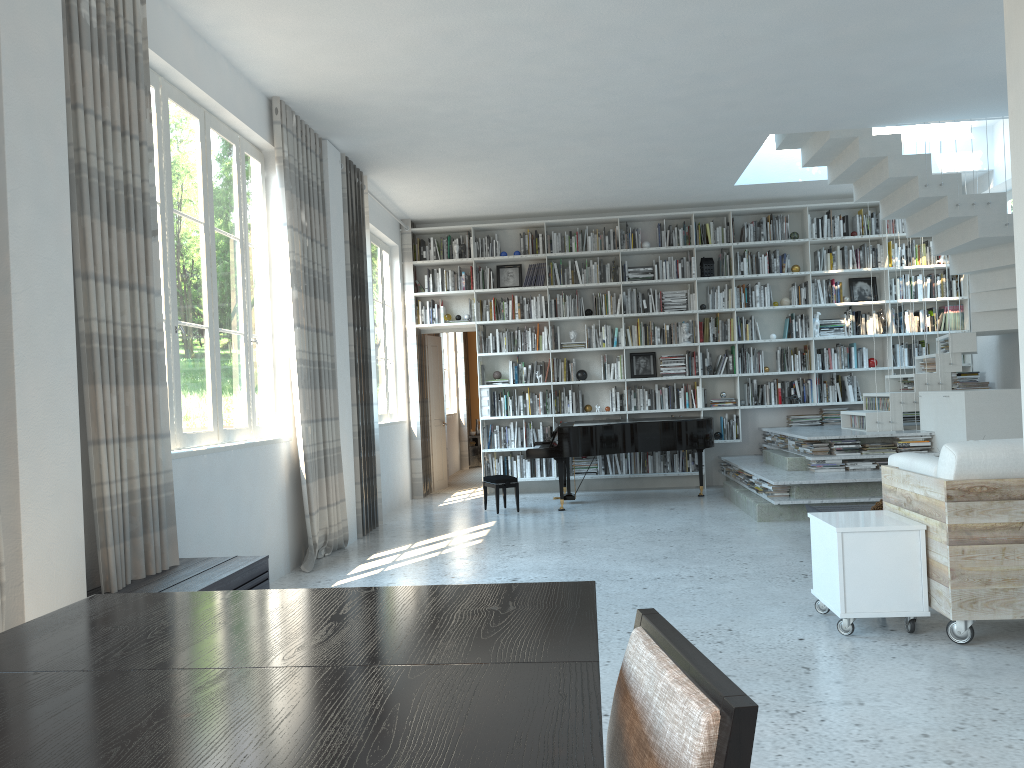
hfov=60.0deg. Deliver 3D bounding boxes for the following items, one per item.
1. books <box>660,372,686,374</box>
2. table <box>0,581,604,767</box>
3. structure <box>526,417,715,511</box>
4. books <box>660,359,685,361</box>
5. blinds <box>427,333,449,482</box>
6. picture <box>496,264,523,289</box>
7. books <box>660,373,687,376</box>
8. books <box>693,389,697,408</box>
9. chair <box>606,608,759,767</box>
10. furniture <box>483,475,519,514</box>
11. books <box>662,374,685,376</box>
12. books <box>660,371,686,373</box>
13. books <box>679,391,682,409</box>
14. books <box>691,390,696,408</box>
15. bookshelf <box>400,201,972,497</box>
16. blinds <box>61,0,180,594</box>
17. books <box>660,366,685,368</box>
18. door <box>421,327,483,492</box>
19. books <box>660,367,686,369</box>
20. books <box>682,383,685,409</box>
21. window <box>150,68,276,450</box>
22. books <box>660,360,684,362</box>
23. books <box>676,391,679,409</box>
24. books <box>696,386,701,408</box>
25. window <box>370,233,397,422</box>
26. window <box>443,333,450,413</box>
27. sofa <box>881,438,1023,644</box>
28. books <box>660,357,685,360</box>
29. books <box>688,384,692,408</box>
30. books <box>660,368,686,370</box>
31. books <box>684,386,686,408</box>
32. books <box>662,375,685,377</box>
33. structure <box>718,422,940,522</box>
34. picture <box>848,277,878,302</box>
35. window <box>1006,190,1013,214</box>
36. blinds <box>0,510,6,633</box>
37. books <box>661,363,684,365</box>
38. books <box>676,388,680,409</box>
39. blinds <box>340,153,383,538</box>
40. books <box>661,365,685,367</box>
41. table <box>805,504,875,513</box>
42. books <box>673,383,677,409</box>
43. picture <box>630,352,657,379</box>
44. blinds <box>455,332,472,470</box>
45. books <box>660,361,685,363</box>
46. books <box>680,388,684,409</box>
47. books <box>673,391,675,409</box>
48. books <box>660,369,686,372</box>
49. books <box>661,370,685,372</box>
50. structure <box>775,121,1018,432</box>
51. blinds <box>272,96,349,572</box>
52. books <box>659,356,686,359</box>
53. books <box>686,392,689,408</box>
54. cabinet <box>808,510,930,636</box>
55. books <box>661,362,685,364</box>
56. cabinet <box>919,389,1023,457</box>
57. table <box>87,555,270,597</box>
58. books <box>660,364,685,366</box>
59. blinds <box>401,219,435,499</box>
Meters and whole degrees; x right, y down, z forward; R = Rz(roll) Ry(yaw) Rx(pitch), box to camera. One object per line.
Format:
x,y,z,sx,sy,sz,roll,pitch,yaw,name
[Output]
1.853,-0.122,10.218,0.285,0.012,0.159,-3,-1,4,books
-0.443,0.788,0.790,1.086,0.736,2.199,-3,-1,5,table
1.153,0.796,9.152,1.918,0.833,1.334,-3,-1,5,structure
1.845,-0.278,10.212,0.254,0.012,0.161,-3,-1,1,books
-1.030,-0.271,11.769,0.140,3.231,0.776,-3,0,5,blinds
-0.030,-1.254,10.423,0.300,0.300,0.077,-3,0,5,picture
1.852,-0.110,10.208,0.285,0.012,0.159,-3,-1,0,books
2.100,0.167,10.179,0.011,0.216,0.166,-3,0,5,books
-0.022,0.750,1.144,0.570,0.782,0.480,-2,0,-5,chair
-0.110,1.077,8.749,0.240,0.353,0.467,-2,-1,-20,furniture
1.853,-0.098,10.215,0.254,0.012,0.161,-3,-1,7,books
1.851,-0.134,10.208,0.285,0.012,0.159,-3,-1,10,books
1.931,0.181,10.196,0.023,0.204,0.167,-3,0,5,books
2.074,0.170,10.180,0.042,0.212,0.169,-3,0,5,books
1.914,-0.360,10.147,6.297,3.142,0.330,-3,0,5,bookshelf
-1.683,-0.384,3.810,0.132,3.261,0.722,-3,0,4,blinds
1.849,-0.193,10.209,0.285,0.012,0.159,-3,-1,10,books
-0.726,0.332,10.987,0.834,1.981,0.786,-3,0,5,door
1.850,-0.181,10.216,0.285,0.012,0.159,-3,-1,7,books
1.972,0.135,10.204,0.014,0.294,0.137,-3,0,5,books
-16.961,-7.151,15.889,32.806,18.539,18.530,-3,-1,9,window
1.846,-0.266,10.214,0.254,0.012,0.161,-3,-1,2,books
1.893,0.181,10.200,0.024,0.207,0.183,-3,0,5,books
2.132,0.151,10.171,0.033,0.246,0.176,-3,0,5,books
-1.430,-0.588,9.172,0.073,2.009,1.983,-3,-1,5,window
-1.098,-0.542,13.127,0.073,2.009,1.983,-3,-1,5,window
2.913,0.621,3.964,2.195,0.854,0.871,-3,-1,5,sofa
1.845,-0.290,10.216,0.285,0.012,0.159,-3,-1,7,books
2.039,0.142,10.194,0.026,0.272,0.175,-3,0,5,books
1.851,-0.169,10.218,0.285,0.012,0.159,-3,-1,6,books
1.987,0.153,10.211,0.014,0.256,0.145,-3,0,5,books
1.854,-0.086,10.211,0.254,0.012,0.161,-3,-1,1,books
3.576,0.775,8.643,2.899,0.659,3.113,-3,-1,5,structure
3.997,-1.063,10.085,0.300,0.300,0.077,-3,0,5,picture
5.197,-1.417,8.864,0.042,1.226,1.117,-3,0,5,window
-1.780,-0.295,2.498,0.359,3.052,0.846,-3,0,9,blinds
1.848,-0.229,10.213,0.254,0.012,0.161,-3,-1,8,books
1.913,0.167,10.209,0.014,0.235,0.154,-3,0,5,books
-1.362,-0.317,7.812,0.140,3.231,0.776,-3,0,5,blinds
1.849,-0.205,10.209,0.254,0.012,0.161,-3,-1,0,books
2.805,0.983,6.045,1.270,0.218,1.257,-3,-1,5,table
1.873,0.137,10.204,0.012,0.296,0.177,-3,0,5,books
1.524,-0.217,10.294,0.300,0.300,0.077,-3,0,5,picture
-0.796,-0.239,14.552,0.140,3.231,0.776,-3,0,5,blinds
1.846,-0.254,10.211,0.254,0.012,0.161,-3,-1,1,books
1.954,0.165,10.194,0.023,0.234,0.174,-3,0,5,books
1.860,0.185,10.216,0.021,0.203,0.128,-3,0,5,books
1.851,-0.157,10.220,0.285,0.012,0.159,-3,-1,5,books
1.851,-0.146,10.209,0.254,0.012,0.161,-3,-1,0,books
3.606,-0.928,8.256,2.613,3.382,1.954,-3,0,5,structure
-1.470,-0.352,6.484,0.183,3.261,1.026,-3,0,4,blinds
1.844,-0.302,10.209,0.285,0.012,0.159,-3,-1,0,books
2.005,0.188,10.185,0.023,0.183,0.169,-3,0,5,books
1.631,0.864,4.093,0.380,0.487,0.502,-3,-1,5,cabinet
1.847,-0.242,10.214,0.254,0.012,0.161,-3,-1,2,books
3.975,0.387,7.674,0.551,0.668,0.993,-3,-1,5,cabinet
-1.469,1.040,3.865,0.524,0.415,0.926,-3,-1,5,table
1.848,-0.217,10.209,0.285,0.012,0.159,-3,-1,10,books
-1.128,-0.285,10.595,0.140,3.231,0.776,-3,0,5,blinds
